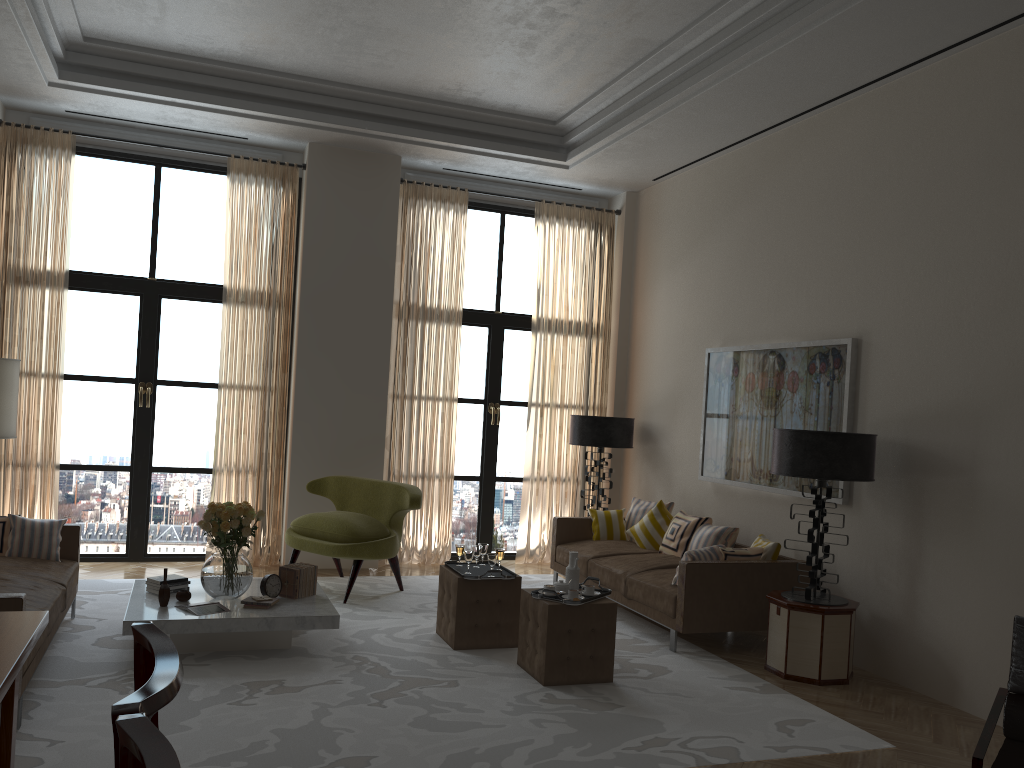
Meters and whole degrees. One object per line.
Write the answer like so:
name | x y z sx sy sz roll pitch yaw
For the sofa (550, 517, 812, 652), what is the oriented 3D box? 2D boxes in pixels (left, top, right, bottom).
sofa | 1.585 2.006 9.286 1.352 0.819 2.978 4 -1 -20

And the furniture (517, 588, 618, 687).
furniture | 0.425 1.971 6.973 0.614 0.616 0.613 4 -1 -20

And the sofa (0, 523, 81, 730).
sofa | -3.964 1.605 6.284 1.352 0.819 2.978 4 -1 -20

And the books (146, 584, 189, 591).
books | -2.910 1.704 7.489 0.207 0.024 0.263 2 -2 33

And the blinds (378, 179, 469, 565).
blinds | -1.118 -0.085 11.317 0.960 4.874 0.419 3 0 -18

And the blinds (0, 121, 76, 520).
blinds | -5.329 -0.364 9.772 0.781 4.886 0.419 3 0 -18

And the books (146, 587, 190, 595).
books | -2.913 1.734 7.501 0.207 0.035 0.281 2 -2 37

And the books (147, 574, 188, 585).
books | -2.912 1.652 7.492 0.207 0.030 0.260 2 -2 37

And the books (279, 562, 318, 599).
books | -1.849 1.694 7.646 0.210 0.264 0.282 3 -1 30

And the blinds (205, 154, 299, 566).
blinds | -3.085 -0.218 10.594 0.874 4.874 0.418 3 0 -17

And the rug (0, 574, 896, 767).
rug | -1.059 2.175 7.518 5.521 0.065 5.729 4 -2 -20

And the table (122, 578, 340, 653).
table | -2.373 1.960 7.468 1.584 0.343 1.500 4 -2 -20

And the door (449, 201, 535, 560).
door | -0.231 -0.006 11.881 3.087 4.767 0.239 3 0 -20

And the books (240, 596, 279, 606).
books | -2.047 1.766 7.213 0.255 0.026 0.202 3 -1 5

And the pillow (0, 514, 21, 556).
pillow | -4.386 1.301 7.408 0.465 0.412 0.303 4 -1 -22

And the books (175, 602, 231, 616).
books | -2.438 1.755 6.989 0.383 0.038 0.281 2 -2 43

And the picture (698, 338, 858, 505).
picture | 2.586 0.337 8.913 0.080 1.480 2.266 3 -1 -22

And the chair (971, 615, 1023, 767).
chair | 2.674 1.765 4.077 0.876 1.135 1.135 3 -1 35

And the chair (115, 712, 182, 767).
chair | -0.917 1.298 1.131 0.878 1.505 0.656 3 0 -20

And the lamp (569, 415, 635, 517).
lamp | 1.104 1.425 11.383 0.830 2.018 0.829 3 0 -16

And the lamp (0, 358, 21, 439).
lamp | -5.199 0.865 8.480 0.767 2.255 0.768 3 0 33

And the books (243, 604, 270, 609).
books | -2.058 1.789 7.209 0.197 0.024 0.256 3 -2 -3

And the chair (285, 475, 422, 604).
chair | -1.818 1.646 9.559 1.789 1.213 1.030 3 -1 37

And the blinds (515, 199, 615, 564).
blinds | 0.735 0.040 11.995 1.242 4.874 0.418 3 0 -18

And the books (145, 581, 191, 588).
books | -2.911 1.680 7.502 0.229 0.024 0.281 2 -2 35

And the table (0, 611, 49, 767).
table | -2.344 1.485 1.972 1.801 1.027 3.799 4 -1 -20

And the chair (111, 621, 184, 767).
chair | -1.151 1.300 1.735 0.878 1.505 0.656 3 0 -20

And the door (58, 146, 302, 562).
door | -4.257 -0.279 10.405 3.260 4.767 0.239 3 0 -20

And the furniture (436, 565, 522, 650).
furniture | -0.300 1.951 7.804 0.614 0.616 0.613 4 -1 -20

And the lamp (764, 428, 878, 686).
lamp | 2.549 1.403 7.408 0.830 2.018 0.829 3 0 -19
